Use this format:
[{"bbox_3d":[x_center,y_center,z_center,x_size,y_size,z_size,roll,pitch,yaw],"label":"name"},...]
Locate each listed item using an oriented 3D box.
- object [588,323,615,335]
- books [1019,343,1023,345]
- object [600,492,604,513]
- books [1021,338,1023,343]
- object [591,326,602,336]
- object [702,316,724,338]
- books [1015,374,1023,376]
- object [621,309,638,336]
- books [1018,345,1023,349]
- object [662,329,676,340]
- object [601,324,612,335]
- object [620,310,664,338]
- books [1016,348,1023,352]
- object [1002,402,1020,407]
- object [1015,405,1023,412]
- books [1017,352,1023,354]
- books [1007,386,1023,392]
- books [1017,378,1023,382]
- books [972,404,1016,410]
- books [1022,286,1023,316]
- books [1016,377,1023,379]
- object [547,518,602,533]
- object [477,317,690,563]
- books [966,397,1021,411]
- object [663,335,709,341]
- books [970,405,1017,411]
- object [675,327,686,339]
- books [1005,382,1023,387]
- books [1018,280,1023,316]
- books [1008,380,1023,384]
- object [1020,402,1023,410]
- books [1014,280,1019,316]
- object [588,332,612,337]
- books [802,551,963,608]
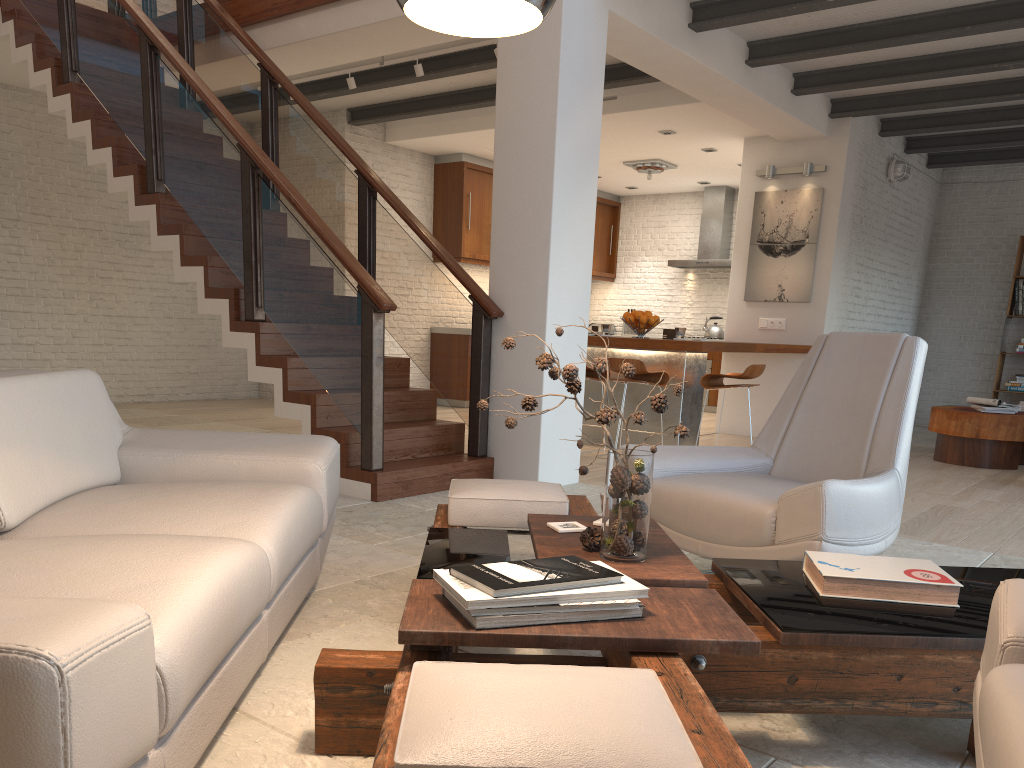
[{"bbox_3d":[1.279,-0.796,12.620,0.339,0.164,0.246,7,8,37],"label":"object"},{"bbox_3d":[5.908,-0.438,9.782,0.351,0.021,0.268,5,5,36],"label":"books"},{"bbox_3d":[0.307,0.373,2.626,0.091,0.087,0.088,2,9,-3],"label":"object"},{"bbox_3d":[5.915,-0.476,9.766,0.321,0.057,0.251,6,5,40],"label":"books"},{"bbox_3d":[0.752,-0.451,7.440,0.113,0.085,0.092,8,10,37],"label":"object"},{"bbox_3d":[2.626,-0.734,11.253,0.261,0.284,0.255,-3,11,-30],"label":"object"},{"bbox_3d":[5.863,-0.094,9.885,0.248,0.017,0.160,5,5,37],"label":"books"},{"bbox_3d":[1.701,-0.868,12.337,0.316,0.387,0.065,10,15,36],"label":"object"},{"bbox_3d":[5.896,-0.409,9.772,0.375,0.037,0.240,5,5,31],"label":"books"},{"bbox_3d":[1.279,-0.401,7.036,0.094,0.084,0.111,2,7,-7],"label":"object"},{"bbox_3d":[0.787,-0.453,7.296,0.090,0.087,0.089,8,10,34],"label":"object"},{"bbox_3d":[1.070,-0.492,7.186,0.366,0.229,0.353,3,7,3],"label":"object"},{"bbox_3d":[5.890,-0.373,9.792,0.375,0.037,0.240,5,5,33],"label":"books"},{"bbox_3d":[4.698,0.193,8.297,0.194,0.094,0.182,0,6,-27],"label":"object"},{"bbox_3d":[4.346,0.210,7.510,0.145,0.057,0.172,5,5,27],"label":"object"},{"bbox_3d":[5.900,-0.343,9.799,0.350,0.021,0.268,5,5,37],"label":"books"},{"bbox_3d":[5.854,0.060,9.913,0.252,0.057,0.320,-1,5,-42],"label":"books"},{"bbox_3d":[5.866,-0.042,9.910,0.203,0.035,0.130,6,5,37],"label":"books"},{"bbox_3d":[4.053,0.193,7.344,0.252,0.011,0.310,3,4,12],"label":"books"},{"bbox_3d":[5.791,-0.931,9.802,0.100,0.345,0.250,12,14,38],"label":"books"},{"bbox_3d":[5.868,-0.069,9.912,0.234,0.019,0.168,5,4,30],"label":"books"},{"bbox_3d":[0.241,0.410,2.581,0.270,0.036,0.242,3,4,10],"label":"object"},{"bbox_3d":[0.171,0.138,2.224,0.541,0.627,0.306,4,12,8],"label":"object"},{"bbox_3d":[4.093,0.178,7.409,0.273,0.112,0.313,1,5,-20],"label":"books"},{"bbox_3d":[1.354,-0.366,6.933,0.389,0.036,0.196,6,5,41],"label":"object"},{"bbox_3d":[4.059,0.204,7.353,0.252,0.011,0.310,3,4,7],"label":"books"},{"bbox_3d":[1.332,-0.403,6.901,0.090,0.087,0.089,-4,11,-37],"label":"object"},{"bbox_3d":[5.845,0.012,9.921,0.374,0.037,0.241,6,5,37],"label":"books"},{"bbox_3d":[5.740,-0.960,9.812,0.089,0.397,0.240,13,15,38],"label":"books"},{"bbox_3d":[5.852,-0.015,9.897,0.375,0.019,0.240,5,4,30],"label":"books"},{"bbox_3d":[4.550,0.214,7.730,0.107,0.111,0.105,-4,11,-36],"label":"object"},{"bbox_3d":[5.706,-0.962,9.828,0.089,0.397,0.240,13,15,38],"label":"books"},{"bbox_3d":[0.748,-0.423,7.378,0.283,0.036,0.202,6,5,38],"label":"object"},{"bbox_3d":[0.940,0.497,2.241,0.326,0.058,0.248,3,4,8],"label":"books"}]
